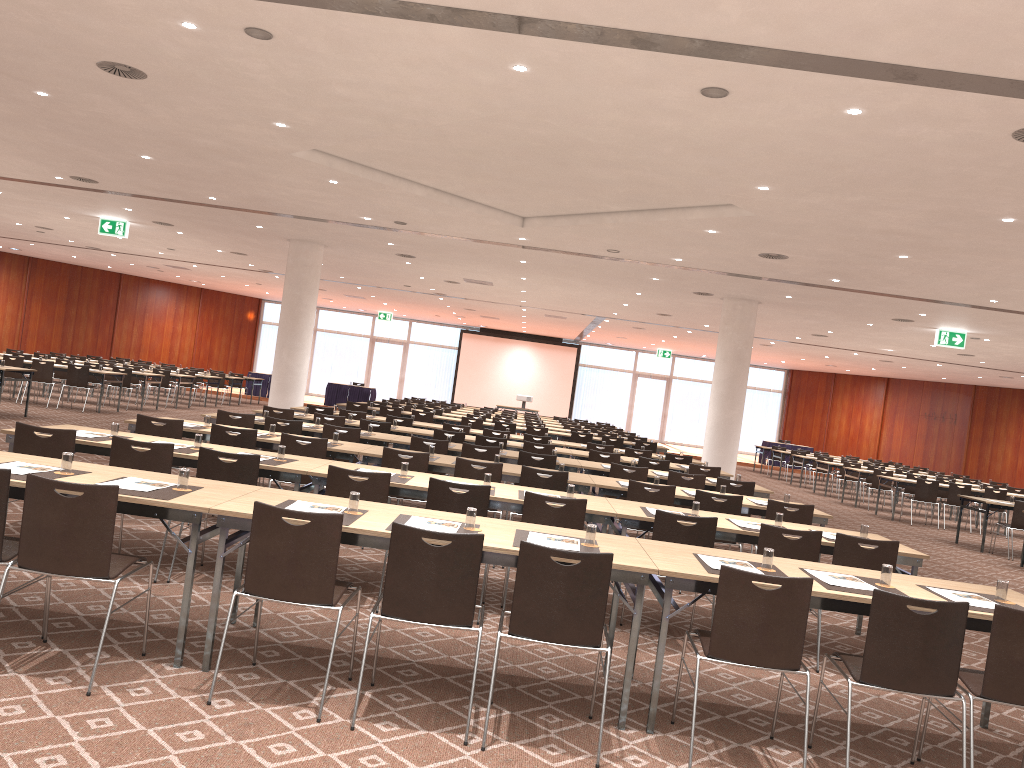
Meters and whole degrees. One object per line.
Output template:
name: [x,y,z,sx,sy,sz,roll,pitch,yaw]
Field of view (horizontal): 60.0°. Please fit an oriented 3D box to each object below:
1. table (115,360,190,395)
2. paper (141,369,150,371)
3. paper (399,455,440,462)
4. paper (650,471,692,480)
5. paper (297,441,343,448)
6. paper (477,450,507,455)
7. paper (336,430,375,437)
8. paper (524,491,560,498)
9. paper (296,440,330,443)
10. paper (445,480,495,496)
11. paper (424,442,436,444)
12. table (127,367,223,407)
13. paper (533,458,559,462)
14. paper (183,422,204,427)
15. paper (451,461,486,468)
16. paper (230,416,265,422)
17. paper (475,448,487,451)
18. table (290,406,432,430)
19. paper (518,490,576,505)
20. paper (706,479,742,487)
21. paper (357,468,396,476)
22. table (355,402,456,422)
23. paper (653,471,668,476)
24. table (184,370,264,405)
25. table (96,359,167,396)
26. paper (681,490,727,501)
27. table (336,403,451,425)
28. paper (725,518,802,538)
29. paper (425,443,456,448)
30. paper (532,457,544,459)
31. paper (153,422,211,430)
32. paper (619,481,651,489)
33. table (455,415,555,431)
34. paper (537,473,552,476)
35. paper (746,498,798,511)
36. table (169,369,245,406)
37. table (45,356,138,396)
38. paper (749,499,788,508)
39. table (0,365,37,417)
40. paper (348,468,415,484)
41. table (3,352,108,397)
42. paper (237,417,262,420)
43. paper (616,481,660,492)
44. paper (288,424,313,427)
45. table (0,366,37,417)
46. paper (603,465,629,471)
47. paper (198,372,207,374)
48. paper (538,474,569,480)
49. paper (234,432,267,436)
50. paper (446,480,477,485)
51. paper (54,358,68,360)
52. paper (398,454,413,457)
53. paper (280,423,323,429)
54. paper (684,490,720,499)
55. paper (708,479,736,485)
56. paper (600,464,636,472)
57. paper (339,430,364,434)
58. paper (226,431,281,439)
table: [-11.530,-0.201,28.569,2.267,0.833,0.953,8,0,1]
paper: [-9.363,-0.361,22.475,0.283,0.006,0.398,8,0,-1]
paper: [-0.970,0.713,8.767,0.460,0.003,0.565,8,0,2]
paper: [1.943,1.113,10.723,0.460,0.003,0.565,8,0,0]
paper: [-1.953,0.581,8.786,0.460,0.003,0.565,8,0,2]
paper: [-0.294,0.812,10.734,0.460,0.003,0.565,8,0,2]
paper: [-1.927,0.593,10.782,0.460,0.003,0.565,8,0,1]
paper: [0.235,0.863,6.822,0.283,0.006,0.398,8,0,1]
paper: [-1.982,0.573,8.845,0.283,0.006,0.398,8,0,-2]
paper: [-0.358,0.787,6.756,0.460,0.003,0.565,8,0,0]
paper: [-1.000,0.714,10.849,0.283,0.006,0.398,8,0,2]
table: [-9.339,0.076,24.538,2.267,0.833,0.953,8,0,1]
paper: [0.330,0.896,10.749,0.460,0.003,0.565,8,0,0]
paper: [-3.265,0.401,8.862,0.283,0.006,0.398,8,0,3]
paper: [-0.341,0.797,8.778,0.460,0.003,0.565,8,0,3]
paper: [-3.186,0.423,10.796,0.460,0.003,0.565,8,0,1]
paper: [-0.336,0.803,10.817,0.283,0.006,0.398,8,0,-1]
table: [-2.544,0.949,14.941,2.267,0.833,0.953,8,0,1]
paper: [0.277,0.872,6.757,0.460,0.003,0.565,8,0,0]
paper: [2.577,1.198,10.702,0.460,0.003,0.565,8,0,-1]
paper: [-1.066,0.688,6.844,0.283,0.006,0.398,8,0,2]
table: [-2.463,0.983,20.440,2.267,0.833,0.953,8,0,1]
paper: [1.892,1.102,10.781,0.283,0.006,0.398,8,0,-2]
table: [-9.280,0.101,28.537,2.267,0.833,0.953,8,0,1]
table: [-11.559,-0.214,26.569,2.267,0.833,0.953,8,0,1]
paper: [1.928,1.102,8.726,0.460,0.003,0.565,8,0,2]
table: [-2.493,0.971,18.441,2.267,0.833,0.953,8,0,1]
paper: [1.907,1.091,6.711,0.460,0.003,0.565,8,0,0]
paper: [-0.929,0.727,10.767,0.460,0.003,0.565,8,0,2]
paper: [0.278,0.885,10.813,0.283,0.006,0.398,8,0,1]
paper: [-3.233,0.409,8.781,0.460,0.003,0.565,8,0,0]
paper: [1.215,1.003,8.804,0.283,0.006,0.398,8,0,2]
table: [-0.214,1.285,20.409,2.267,0.833,0.953,8,0,1]
paper: [0.250,0.873,8.797,0.283,0.006,0.398,8,0,0]
paper: [2.589,1.191,8.726,0.460,0.003,0.565,8,0,4]
table: [-9.309,0.089,26.538,2.267,0.833,0.953,8,0,1]
table: [-11.588,-0.226,24.570,2.267,0.833,0.953,8,0,1]
paper: [2.526,1.179,8.782,0.283,0.006,0.398,8,0,-2]
table: [-9.478,0.017,15.039,2.267,0.833,0.953,8,0,1]
paper: [-1.006,0.699,6.760,0.460,0.003,0.565,8,0,1]
table: [-11.618,-0.238,22.570,2.267,0.833,0.953,8,0,1]
paper: [-3.222,0.415,10.868,0.283,0.006,0.398,8,0,1]
paper: [1.280,1.015,8.736,0.460,0.003,0.565,8,0,0]
paper: [-2.597,0.499,10.855,0.283,0.006,0.398,8,0,0]
table: [-9.478,0.017,15.039,2.267,0.833,0.953,8,0,1]
paper: [1.254,1.016,10.793,0.283,0.006,0.398,8,0,0]
paper: [-9.308,-0.337,26.428,0.283,0.006,0.398,8,0,1]
paper: [0.333,0.888,8.761,0.460,0.003,0.565,8,0,3]
paper: [-2.622,0.487,8.857,0.283,0.006,0.398,8,0,0]
paper: [-0.386,0.779,6.828,0.283,0.006,0.398,8,0,2]
paper: [-11.548,-0.651,22.415,0.460,0.003,0.565,8,0,1]
paper: [-1.011,0.704,8.847,0.283,0.006,0.398,8,0,0]
paper: [-2.551,0.509,10.795,0.460,0.003,0.565,8,0,1]
paper: [1.877,1.092,8.779,0.283,0.006,0.398,8,0,-2]
paper: [2.554,1.191,10.796,0.283,0.006,0.398,8,0,2]
paper: [1.323,1.029,10.742,0.460,0.003,0.565,8,0,1]
paper: [-1.965,0.584,10.828,0.283,0.006,0.398,8,0,2]
paper: [-2.581,0.496,8.820,0.460,0.003,0.565,8,0,4]
